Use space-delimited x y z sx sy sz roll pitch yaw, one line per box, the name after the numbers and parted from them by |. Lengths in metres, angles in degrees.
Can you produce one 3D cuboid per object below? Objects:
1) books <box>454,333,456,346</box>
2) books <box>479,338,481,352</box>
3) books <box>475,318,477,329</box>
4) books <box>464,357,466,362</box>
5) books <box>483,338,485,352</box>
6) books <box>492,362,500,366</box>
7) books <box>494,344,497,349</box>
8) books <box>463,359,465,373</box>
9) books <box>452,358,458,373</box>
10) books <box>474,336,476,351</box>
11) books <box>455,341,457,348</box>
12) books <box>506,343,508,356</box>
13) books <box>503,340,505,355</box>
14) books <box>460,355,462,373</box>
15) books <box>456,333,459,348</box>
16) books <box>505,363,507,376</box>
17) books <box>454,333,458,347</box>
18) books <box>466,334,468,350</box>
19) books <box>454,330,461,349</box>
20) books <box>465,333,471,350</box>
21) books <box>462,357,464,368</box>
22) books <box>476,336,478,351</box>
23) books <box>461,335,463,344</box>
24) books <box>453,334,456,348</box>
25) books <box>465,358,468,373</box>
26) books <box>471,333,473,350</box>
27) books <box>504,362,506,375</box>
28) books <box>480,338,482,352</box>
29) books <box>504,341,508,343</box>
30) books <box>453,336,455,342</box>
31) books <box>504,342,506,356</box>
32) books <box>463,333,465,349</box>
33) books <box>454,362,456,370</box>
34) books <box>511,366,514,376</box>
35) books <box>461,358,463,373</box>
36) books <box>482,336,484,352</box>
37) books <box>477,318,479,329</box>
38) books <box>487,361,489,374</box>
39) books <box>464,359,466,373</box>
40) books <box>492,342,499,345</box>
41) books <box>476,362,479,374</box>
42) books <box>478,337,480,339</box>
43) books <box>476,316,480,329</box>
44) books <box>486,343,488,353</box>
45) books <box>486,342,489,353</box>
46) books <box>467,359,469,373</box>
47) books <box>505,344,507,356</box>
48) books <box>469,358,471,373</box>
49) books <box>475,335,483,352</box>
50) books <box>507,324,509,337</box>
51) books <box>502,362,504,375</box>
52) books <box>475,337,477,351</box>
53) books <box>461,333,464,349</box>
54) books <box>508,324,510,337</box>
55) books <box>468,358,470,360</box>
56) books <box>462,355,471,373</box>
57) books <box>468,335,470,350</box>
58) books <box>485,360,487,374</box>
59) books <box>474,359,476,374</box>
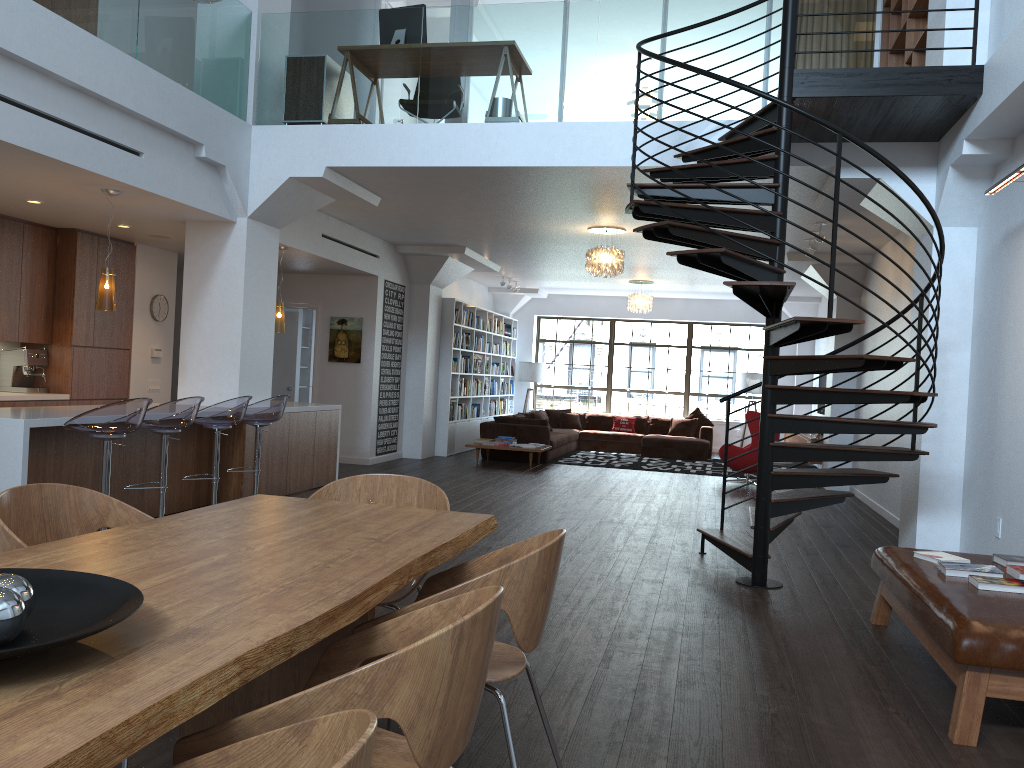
-0.953 -0.674 13.708 0.152 0.232 0.104 3 0 13 | books
-0.626 -0.677 15.196 0.170 0.245 0.057 3 0 13 | books
-0.669 -1.021 14.898 0.139 0.191 0.036 3 0 13 | books
-0.847 -0.307 14.386 0.182 0.253 0.034 3 0 13 | books
-0.560 -0.678 15.450 0.159 0.250 0.026 3 0 13 | books
-0.309 -0.285 16.646 0.140 0.231 0.042 3 0 13 | books
-0.356 -0.641 16.416 0.134 0.184 0.030 3 0 13 | books
-0.845 -0.291 14.288 0.161 0.223 0.027 3 0 13 | books
-0.926 -0.296 13.905 0.140 0.231 0.042 3 0 13 | books
-0.697 -0.681 14.831 0.182 0.253 0.034 3 0 13 | books
-0.944 -0.679 13.784 0.172 0.239 0.093 3 0 13 | books
-0.181 -0.672 17.136 0.183 0.253 0.034 3 0 12 | books
-0.238 -0.691 16.905 0.176 0.290 0.053 3 0 12 | books
-0.895 -0.326 14.099 0.176 0.290 0.053 3 0 13 | books
-0.929 -0.680 13.821 0.174 0.242 0.105 3 0 13 | books
-0.190 -0.294 17.227 0.183 0.253 0.042 3 0 13 | books
-0.944 -0.676 13.739 0.172 0.235 0.112 3 0 13 | books
-0.816 -0.684 14.399 0.183 0.253 0.042 3 0 13 | books
-0.902 -0.703 13.894 0.176 0.290 0.053 3 0 13 | books
-0.774 -0.699 14.622 0.198 0.284 0.049 3 0 13 | books
-0.858 -0.305 14.264 0.159 0.250 0.026 3 0 13 | books
-0.664 -0.681 15.002 0.182 0.253 0.034 3 0 13 | books
-0.886 -0.676 14.077 0.174 0.236 0.142 3 0 13 | books
-0.964 -0.668 13.681 0.161 0.218 0.101 3 0 13 | books
-0.817 -0.306 14.415 0.182 0.253 0.034 3 0 13 | books
-0.746 -0.701 14.669 0.176 0.291 0.053 3 0 13 | books
-0.215 -0.298 17.144 0.180 0.259 0.042 3 0 13 | books
-0.611 -0.674 15.245 0.174 0.239 0.045 3 0 13 | books
-0.181 -0.690 17.172 0.176 0.290 0.036 3 0 12 | books
-0.977 -0.650 13.603 0.161 0.182 0.170 3 0 13 | books
-0.218 -0.672 16.979 0.183 0.253 0.034 3 0 12 | books
-0.851 -0.688 14.250 0.180 0.259 0.042 3 0 13 | books
-0.937 -0.263 13.819 0.120 0.167 0.020 3 0 13 | books
-0.061 -0.272 17.777 0.182 0.215 0.188 3 0 13 | books
-0.874 -0.300 14.172 0.174 0.239 0.045 3 0 13 | books
-0.590 -0.696 15.381 0.197 0.283 0.065 3 0 13 | books
-0.639 -1.026 15.037 0.146 0.202 0.027 3 0 13 | books
-0.502 -0.296 15.845 0.171 0.246 0.036 3 0 13 | books
-0.842 -0.295 14.348 0.167 0.230 0.037 3 0 13 | books
-0.313 -0.664 16.594 0.140 0.231 0.042 3 0 13 | books
-0.655 -0.279 15.140 0.161 0.207 0.135 3 0 12 | books
-0.636 -0.679 15.156 0.159 0.250 0.026 3 0 13 | books
-0.623 -1.040 15.120 0.140 0.231 0.042 3 0 13 | books
-0.492 -0.637 15.765 0.126 0.173 0.032 3 0 13 | books
-0.481 -0.646 15.821 0.139 0.191 0.036 3 0 13 | books
-0.794 -0.299 14.512 0.174 0.239 0.045 3 0 13 | books
-0.200 -0.666 17.100 0.174 0.240 0.045 3 0 12 | books
-0.774 -0.305 14.583 0.182 0.253 0.034 3 0 13 | books
-0.599 -0.699 15.321 0.176 0.290 0.053 3 0 13 | books
-0.160 -1.045 17.201 0.183 0.253 0.042 3 0 13 | books
-0.247 -0.296 16.995 0.183 0.253 0.042 3 0 13 | books
-0.685 -0.675 14.904 0.174 0.239 0.045 3 0 13 | books
-0.865 -0.685 14.165 0.183 0.253 0.042 3 0 13 | books
-0.141 -1.044 17.286 0.183 0.253 0.042 3 0 13 | books
-0.792 -0.306 14.553 0.182 0.253 0.034 3 0 13 | books
-0.769 -0.324 14.647 0.176 0.294 0.102 3 0 13 | books
-0.782 -0.676 14.506 0.174 0.240 0.054 3 0 13 | books
-0.534 -0.300 15.674 0.174 0.251 0.051 3 0 13 | books
-0.706 -0.298 14.912 0.174 0.240 0.054 3 0 13 | books
